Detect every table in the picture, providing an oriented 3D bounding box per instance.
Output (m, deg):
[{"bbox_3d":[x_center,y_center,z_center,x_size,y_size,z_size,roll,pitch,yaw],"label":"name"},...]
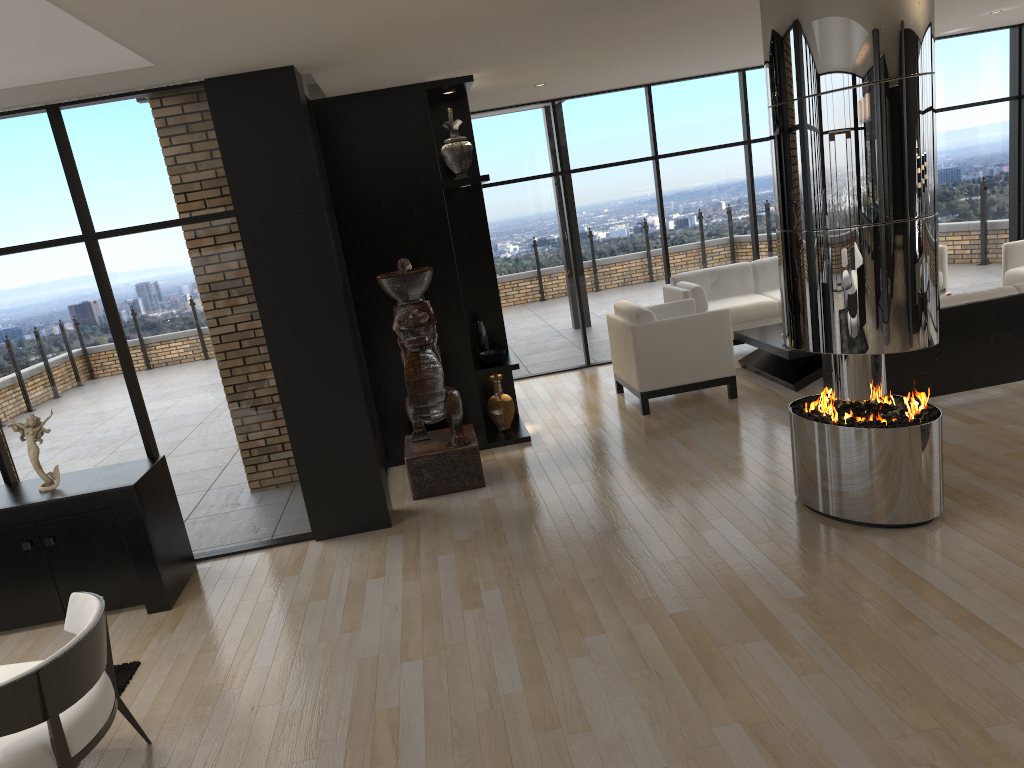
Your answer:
[{"bbox_3d":[3.175,-0.388,7.808,2.029,0.360,1.237,-10,12,-4],"label":"table"}]

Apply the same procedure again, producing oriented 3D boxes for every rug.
[{"bbox_3d":[-3.186,1.848,3.045,3.030,0.012,2.428,-10,12,-3],"label":"rug"}]

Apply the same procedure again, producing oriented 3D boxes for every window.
[{"bbox_3d":[-0.333,-1.319,3.809,15.790,4.902,9.962,-13,13,-17],"label":"window"}]

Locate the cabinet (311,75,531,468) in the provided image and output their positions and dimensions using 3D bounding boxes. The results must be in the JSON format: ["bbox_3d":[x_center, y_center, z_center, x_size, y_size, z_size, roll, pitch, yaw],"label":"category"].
[{"bbox_3d":[-0.758,-1.010,7.897,1.185,2.805,2.603,-10,14,-3],"label":"cabinet"}]

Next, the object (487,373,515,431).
[{"bbox_3d":[-0.100,0.138,7.335,0.223,0.506,0.216,-3,17,22],"label":"object"}]

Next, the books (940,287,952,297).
[{"bbox_3d":[3.850,-0.807,8.065,0.303,0.129,0.222,-18,16,-35],"label":"books"}]

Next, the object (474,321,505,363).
[{"bbox_3d":[-0.181,-0.347,7.182,0.212,0.320,0.365,-11,14,-6],"label":"object"}]

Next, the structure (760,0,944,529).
[{"bbox_3d":[1.687,-0.685,4.365,0.583,2.808,0.875,-14,16,-16],"label":"structure"}]

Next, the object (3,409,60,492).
[{"bbox_3d":[-2.604,0.361,4.837,0.256,0.470,0.103,-10,16,-3],"label":"object"}]

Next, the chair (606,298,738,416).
[{"bbox_3d":[1.368,-0.318,7.644,0.854,0.876,0.979,-10,14,-4],"label":"chair"}]

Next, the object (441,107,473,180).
[{"bbox_3d":[-0.428,-1.840,6.754,0.244,0.557,0.240,4,20,39],"label":"object"}]

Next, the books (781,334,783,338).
[{"bbox_3d":[2.434,-0.434,7.417,0.307,0.129,0.218,-1,15,34],"label":"books"}]

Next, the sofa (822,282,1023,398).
[{"bbox_3d":[3.328,-0.322,6.215,2.029,0.823,0.820,-10,14,-4],"label":"sofa"}]

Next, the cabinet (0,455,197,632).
[{"bbox_3d":[-3.470,1.106,4.986,3.035,0.759,0.607,-10,14,-4],"label":"cabinet"}]

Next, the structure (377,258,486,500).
[{"bbox_3d":[-0.597,-0.078,6.210,0.516,1.632,0.714,-10,16,-4],"label":"structure"}]

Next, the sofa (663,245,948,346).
[{"bbox_3d":[3.002,-0.899,9.120,2.691,0.876,0.836,-10,14,-4],"label":"sofa"}]

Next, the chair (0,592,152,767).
[{"bbox_3d":[-1.749,1.228,3.187,0.683,0.691,0.788,-10,14,-4],"label":"chair"}]

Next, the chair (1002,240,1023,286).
[{"bbox_3d":[5.053,-0.981,7.865,0.854,0.876,0.979,-10,14,-4],"label":"chair"}]
